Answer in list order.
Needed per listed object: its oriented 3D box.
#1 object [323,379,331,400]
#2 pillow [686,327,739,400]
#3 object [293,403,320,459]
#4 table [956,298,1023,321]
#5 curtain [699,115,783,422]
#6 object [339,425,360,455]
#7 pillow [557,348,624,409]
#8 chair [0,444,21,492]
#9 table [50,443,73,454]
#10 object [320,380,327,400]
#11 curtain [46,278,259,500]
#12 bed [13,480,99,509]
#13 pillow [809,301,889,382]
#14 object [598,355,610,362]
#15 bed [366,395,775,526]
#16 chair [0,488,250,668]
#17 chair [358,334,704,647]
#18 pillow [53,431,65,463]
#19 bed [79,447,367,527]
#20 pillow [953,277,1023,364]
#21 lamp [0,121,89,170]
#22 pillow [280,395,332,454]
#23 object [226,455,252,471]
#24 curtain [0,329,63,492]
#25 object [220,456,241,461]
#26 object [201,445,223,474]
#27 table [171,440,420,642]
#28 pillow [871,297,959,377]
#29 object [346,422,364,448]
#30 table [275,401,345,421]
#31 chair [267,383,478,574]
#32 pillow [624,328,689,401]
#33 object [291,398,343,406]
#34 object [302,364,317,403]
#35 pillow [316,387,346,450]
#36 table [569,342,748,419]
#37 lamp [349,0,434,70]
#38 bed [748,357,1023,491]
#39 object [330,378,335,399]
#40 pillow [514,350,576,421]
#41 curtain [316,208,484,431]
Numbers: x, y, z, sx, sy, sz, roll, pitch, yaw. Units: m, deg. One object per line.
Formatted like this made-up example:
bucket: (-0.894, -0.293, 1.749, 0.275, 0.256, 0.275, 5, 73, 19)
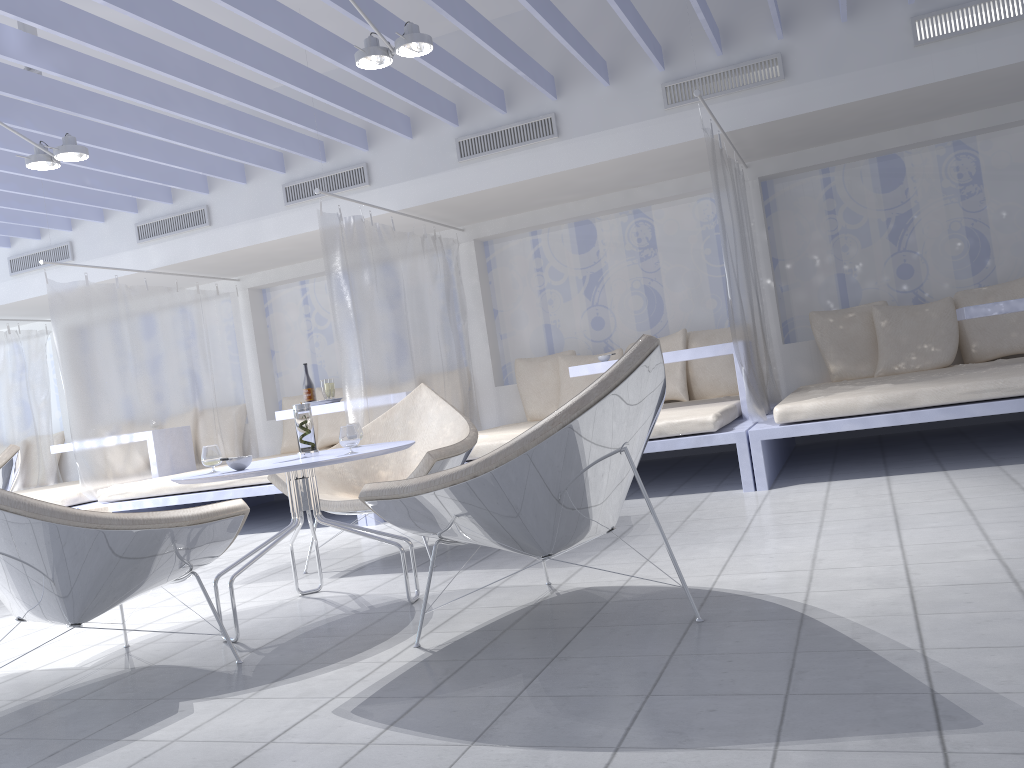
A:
object: (-1.318, 0.051, 6.354, 0.059, 0.174, 0.059, -8, 0, -11)
pillow: (1.464, -0.141, 6.295, 0.524, 0.521, 0.230, -8, 0, 20)
object: (-0.725, 0.164, 3.109, 0.075, 0.185, 0.075, -8, 0, -15)
table: (2.982, -0.266, 4.676, 1.065, 0.450, 0.416, -8, 0, 22)
curtain: (1.402, -0.598, 5.257, 0.125, 1.559, 1.998, -8, 0, 20)
object: (-0.528, 0.181, 2.880, 0.068, 0.091, 0.068, -8, 0, 11)
pillow: (0.573, -0.009, 6.565, 0.528, 0.482, 0.307, -8, 0, 26)
chair: (-2.884, 0.736, 4.586, 0.753, 0.759, 0.906, -8, 0, -8)
table: (-3.111, 0.638, 7.111, 1.065, 0.450, 0.416, -8, 0, 22)
object: (-1.360, 0.057, 6.440, 0.059, 0.174, 0.059, -8, 0, -11)
curtain: (-2.663, 0.005, 6.882, 0.125, 1.559, 1.998, -8, 0, 20)
bed: (-3.554, 1.018, 7.294, 2.200, 0.427, 2.016, -8, 0, 22)
pillow: (2.325, -0.282, 5.961, 0.572, 0.510, 0.231, -8, 0, 21)
object: (0.591, -0.160, 5.671, 0.082, 0.043, 0.082, -8, 0, -17)
bed: (0.508, 0.416, 5.670, 2.200, 0.427, 2.016, -8, 0, 22)
chair: (-1.299, 0.493, 2.501, 0.906, 0.759, 0.753, -9, 0, 39)
chair: (0.141, 0.283, 2.520, 0.753, 0.759, 0.906, -9, 0, 36)
pillow: (-4.650, 0.752, 8.749, 0.572, 0.510, 0.231, -8, 0, 22)
bed: (-1.519, 0.719, 6.498, 2.200, 0.422, 2.022, -8, 0, 22)
pillow: (3.089, -0.406, 5.617, 0.537, 0.527, 0.233, -9, 0, 42)
lamp: (-2.548, -1.300, 4.599, 0.380, 0.218, 0.587, -8, 0, 22)
pillow: (-1.765, 0.338, 7.586, 0.524, 0.521, 0.230, -8, 0, 24)
object: (-0.872, 0.255, 2.842, 0.082, 0.043, 0.082, -8, 0, 23)
curtain: (-4.722, 0.289, 7.660, 0.151, 1.552, 2.050, -8, 0, 22)
object: (-0.891, 0.238, 2.815, 0.012, 0.016, 0.098, -8, 0, 21)
object: (-0.995, 0.249, 2.941, 0.068, 0.091, 0.068, -8, 0, 11)
table: (-0.708, 0.524, 3.079, 0.823, 0.534, 0.825, -8, 0, -1)
pillow: (2.607, -0.311, 5.752, 0.528, 0.482, 0.307, -8, 0, 26)
object: (-0.594, 0.193, 3.343, 0.068, 0.091, 0.068, -8, 0, 11)
table: (-1.091, 0.338, 6.304, 1.065, 0.450, 0.416, -8, 0, 22)
chair: (-0.522, 0.388, 4.033, 0.906, 0.759, 0.753, -8, 0, 25)
pillow: (1.055, -0.104, 6.430, 0.537, 0.527, 0.233, -9, 0, 42)
object: (-1.405, 0.141, 6.423, 0.429, 0.031, 0.275, -8, 0, 23)
object: (-1.486, 0.002, 6.461, 0.092, 0.302, 0.092, -8, 0, -11)
pillow: (-1.381, 0.257, 7.404, 0.537, 0.527, 0.233, -8, 0, 1)
table: (0.947, 0.036, 5.489, 1.065, 0.450, 0.416, -8, 0, 22)
lamp: (-0.625, -1.585, 3.831, 0.380, 0.218, 0.587, -8, 0, 22)
bed: (2.543, 0.114, 4.857, 2.200, 0.427, 2.016, -8, 0, 22)
object: (-1.301, 0.049, 6.416, 0.059, 0.174, 0.059, -8, 0, -11)
pillow: (0.290, 0.020, 6.774, 0.572, 0.510, 0.231, -8, 0, 21)
curtain: (-0.658, -0.314, 6.036, 0.151, 1.552, 2.050, -8, 0, 22)
